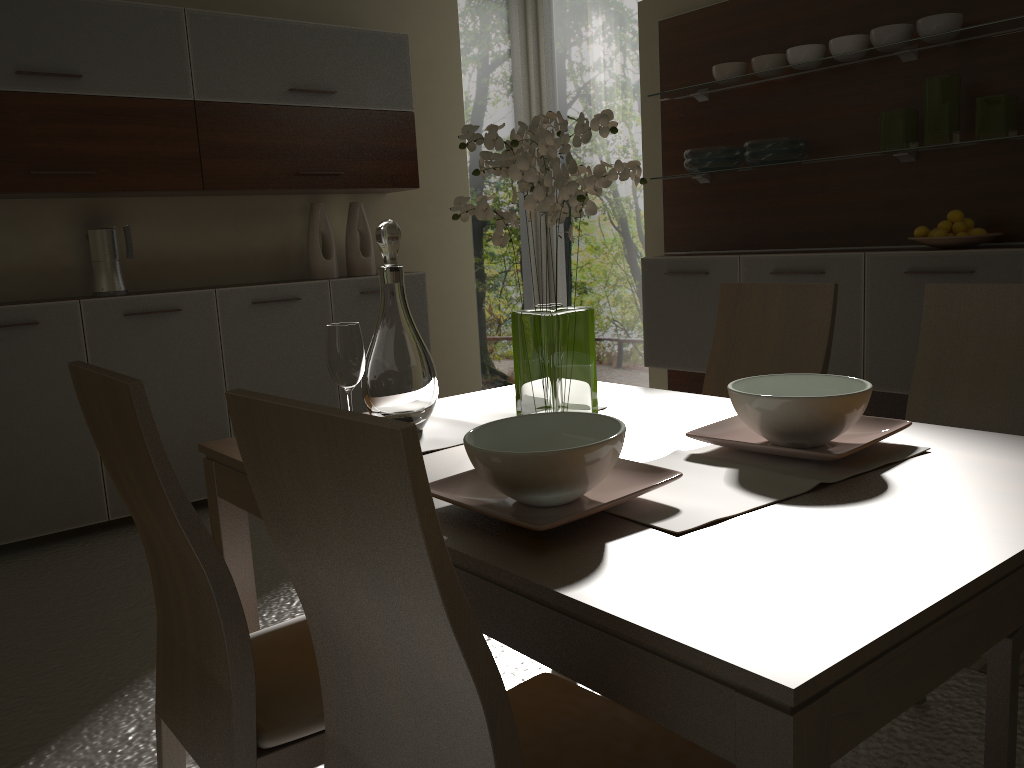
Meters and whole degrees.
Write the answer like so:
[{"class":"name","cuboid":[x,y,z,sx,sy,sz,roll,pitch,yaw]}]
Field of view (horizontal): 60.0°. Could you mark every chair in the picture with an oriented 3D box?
[{"class":"chair","cuboid":[0.000,0.485,1.146,0.507,1.017,0.404,-11,12,-41]},{"class":"chair","cuboid":[0.540,0.267,2.289,0.507,1.017,0.404,-11,12,-38]},{"class":"chair","cuboid":[0.920,0.320,1.840,0.507,1.017,0.404,-11,12,-40]},{"class":"chair","cuboid":[-0.376,0.446,1.515,0.507,1.017,0.404,-10,12,-37]}]

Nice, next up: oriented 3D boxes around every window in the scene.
[{"class":"window","cuboid":[-0.746,-0.661,2.270,6.429,3.000,4.466,-11,12,-40]}]

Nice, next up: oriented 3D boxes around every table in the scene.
[{"class":"table","cuboid":[0.204,0.505,1.655,1.000,0.790,1.411,-11,12,-38]}]

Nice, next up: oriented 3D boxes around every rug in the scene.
[{"class":"rug","cuboid":[1.853,0.729,2.157,0.843,0.010,1.613,-10,12,-37]}]

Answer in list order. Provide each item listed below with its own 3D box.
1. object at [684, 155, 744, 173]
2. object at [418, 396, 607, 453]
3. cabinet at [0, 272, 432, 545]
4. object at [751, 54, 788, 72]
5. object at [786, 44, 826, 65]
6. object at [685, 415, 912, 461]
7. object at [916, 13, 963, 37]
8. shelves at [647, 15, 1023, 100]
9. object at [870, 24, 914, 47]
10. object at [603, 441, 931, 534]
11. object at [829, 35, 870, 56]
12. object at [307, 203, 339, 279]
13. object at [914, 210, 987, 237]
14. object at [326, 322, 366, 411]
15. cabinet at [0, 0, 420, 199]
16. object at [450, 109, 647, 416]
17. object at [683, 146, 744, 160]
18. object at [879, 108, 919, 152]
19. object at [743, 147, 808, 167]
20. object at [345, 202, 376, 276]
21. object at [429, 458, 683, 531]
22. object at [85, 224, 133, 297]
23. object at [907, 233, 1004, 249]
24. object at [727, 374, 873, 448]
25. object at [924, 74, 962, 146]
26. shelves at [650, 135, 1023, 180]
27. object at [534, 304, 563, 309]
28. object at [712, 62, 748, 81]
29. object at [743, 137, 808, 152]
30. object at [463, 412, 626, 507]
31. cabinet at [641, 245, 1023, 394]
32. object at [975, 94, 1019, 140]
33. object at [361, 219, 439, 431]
[{"class":"object","cuboid":[0.985,-1.069,4.332,0.288,0.068,0.288,-1,10,10]},{"class":"object","cuboid":[-0.104,0.081,1.869,0.589,0.010,0.287,-11,12,-41]},{"class":"cabinet","cuboid":[-1.434,0.048,4.279,2.318,1.018,0.372,-11,12,-38]},{"class":"object","cuboid":[1.179,-1.453,4.055,0.163,0.077,0.163,-1,10,10]},{"class":"object","cuboid":[1.288,-1.432,3.886,0.163,0.077,0.163,-1,10,10]},{"class":"object","cuboid":[0.489,0.090,1.513,0.283,0.033,0.283,-12,13,-44]},{"class":"object","cuboid":[1.658,-1.379,3.441,0.163,0.077,0.163,-1,10,10]},{"class":"shelves","cuboid":[1.552,-1.355,3.597,0.255,0.008,2.463,-11,12,-38]},{"class":"object","cuboid":[1.533,-1.395,3.579,0.163,0.077,0.163,-1,10,10]},{"class":"object","cuboid":[0.365,0.132,1.403,0.589,0.010,0.287,-10,11,-35]},{"class":"object","cuboid":[1.423,-1.415,3.739,0.163,0.077,0.163,-3,9,3]},{"class":"object","cuboid":[-0.987,-0.738,4.576,0.153,0.384,0.153,-4,9,-5]},{"class":"object","cuboid":[1.712,-0.610,3.468,0.259,0.139,0.230,0,10,21]},{"class":"object","cuboid":[-0.318,-0.001,1.722,0.075,0.232,0.075,-1,10,10]},{"class":"cabinet","cuboid":[-1.508,-1.273,4.060,2.318,0.789,0.372,-11,12,-38]},{"class":"object","cuboid":[0.073,-0.189,1.612,0.304,0.608,0.302,-10,11,-35]},{"class":"object","cuboid":[0.983,-1.111,4.325,0.288,0.068,0.288,-1,10,10]},{"class":"object","cuboid":[1.575,-1.030,3.608,0.111,0.160,0.112,-11,12,-38]},{"class":"object","cuboid":[1.207,-1.037,4.065,0.288,0.068,0.288,-1,10,10]},{"class":"object","cuboid":[-0.814,-0.770,4.712,0.153,0.384,0.153,-4,9,-5]},{"class":"object","cuboid":[0.053,0.153,1.285,0.283,0.041,0.283,-11,12,-38]},{"class":"object","cuboid":[-1.786,-0.548,3.940,0.181,0.305,0.150,-9,11,-31]},{"class":"object","cuboid":[1.730,-0.555,3.468,0.337,0.053,0.337,-4,9,-7]},{"class":"object","cuboid":[0.486,0.050,1.506,0.233,0.101,0.233,5,12,40]},{"class":"object","cuboid":[1.677,-1.063,3.454,0.099,0.259,0.099,-11,12,-38]},{"class":"shelves","cuboid":[1.575,-0.953,3.663,0.255,0.008,2.463,-11,12,-38]},{"class":"object","cuboid":[0.086,-0.058,1.947,0.075,0.232,0.075,-1,10,10]},{"class":"object","cuboid":[1.033,-1.469,4.200,0.163,0.077,0.163,-1,10,10]},{"class":"object","cuboid":[1.204,-1.079,4.058,0.288,0.068,0.288,-1,10,10]},{"class":"object","cuboid":[0.049,0.114,1.277,0.232,0.107,0.233,-8,10,-27]},{"class":"cabinet","cuboid":[1.567,-0.277,3.737,0.372,0.570,2.463,-11,12,-38]},{"class":"object","cuboid":[1.817,-0.997,3.326,0.112,0.160,0.111,-11,12,-38]},{"class":"object","cuboid":[-0.235,-0.115,1.787,0.156,0.426,0.156,-3,9,3]}]
